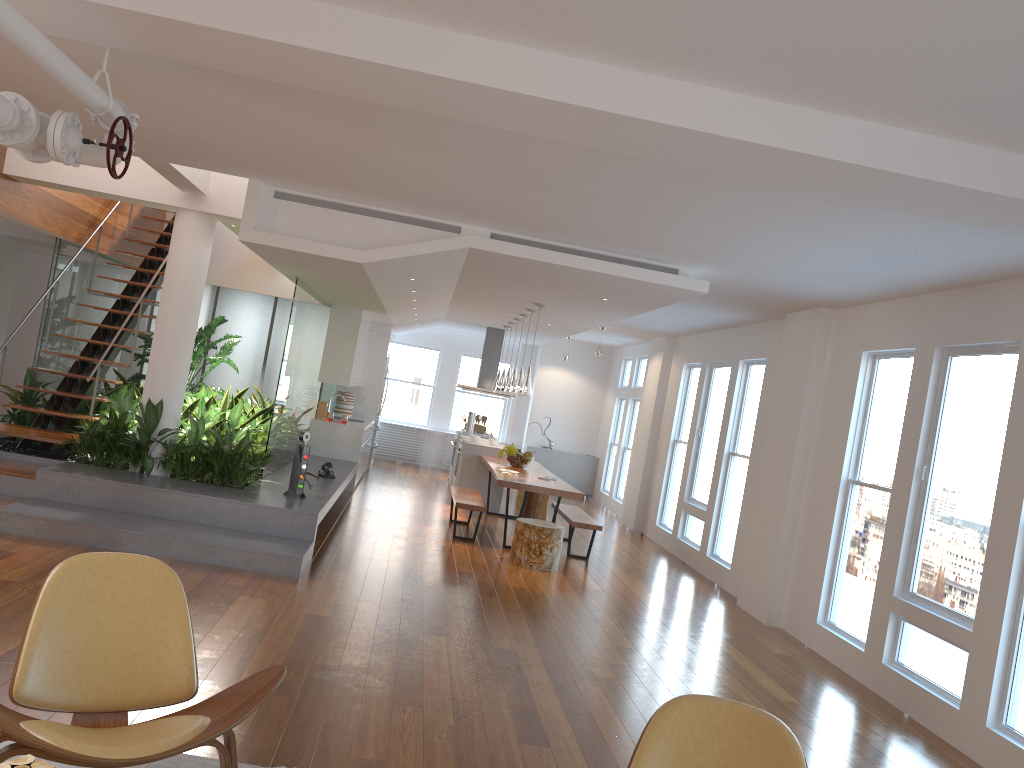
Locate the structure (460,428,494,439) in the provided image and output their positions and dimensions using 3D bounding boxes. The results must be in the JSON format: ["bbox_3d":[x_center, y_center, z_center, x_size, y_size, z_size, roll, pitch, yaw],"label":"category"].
[{"bbox_3d":[-0.544,0.769,13.880,0.520,0.073,0.650,10,-1,-6],"label":"structure"}]

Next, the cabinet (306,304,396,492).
[{"bbox_3d":[-2.350,0.180,13.366,0.676,2.280,4.565,10,-1,-6],"label":"cabinet"}]

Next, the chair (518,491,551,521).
[{"bbox_3d":[0.303,1.537,11.511,0.396,0.455,0.402,10,-1,-16],"label":"chair"}]

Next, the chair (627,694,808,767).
[{"bbox_3d":[0.530,1.290,2.168,0.856,0.752,0.867,9,-1,44],"label":"chair"}]

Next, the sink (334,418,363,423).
[{"bbox_3d":[-2.299,0.613,12.334,0.449,0.192,0.666,10,-1,-6],"label":"sink"}]

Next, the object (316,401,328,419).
[{"bbox_3d":[-2.481,0.339,11.595,0.104,0.222,0.200,10,-1,-6],"label":"object"}]

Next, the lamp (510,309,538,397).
[{"bbox_3d":[0.149,-0.386,10.035,0.160,1.060,0.160,10,-1,21],"label":"lamp"}]

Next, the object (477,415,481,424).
[{"bbox_3d":[-0.546,0.651,14.317,0.057,0.299,0.019,10,-1,-6],"label":"object"}]

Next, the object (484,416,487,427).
[{"bbox_3d":[-0.449,0.669,14.348,0.057,0.294,0.030,10,-1,-6],"label":"object"}]

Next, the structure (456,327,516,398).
[{"bbox_3d":[-0.308,-0.541,13.873,0.909,1.405,0.900,10,-1,-6],"label":"structure"}]

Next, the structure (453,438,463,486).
[{"bbox_3d":[-0.752,1.098,12.429,0.072,0.648,0.644,10,-1,-6],"label":"structure"}]

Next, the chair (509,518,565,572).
[{"bbox_3d":[0.234,1.495,8.272,0.460,0.400,0.460,10,-1,4],"label":"chair"}]

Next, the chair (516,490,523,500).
[{"bbox_3d":[0.281,1.574,13.735,0.344,0.430,0.549,10,-1,-2],"label":"chair"}]

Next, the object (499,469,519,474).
[{"bbox_3d":[-0.032,0.950,9.603,0.222,0.020,0.222,9,-1,35],"label":"object"}]

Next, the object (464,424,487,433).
[{"bbox_3d":[-0.595,0.722,14.322,0.353,0.157,0.084,10,-1,-6],"label":"object"}]

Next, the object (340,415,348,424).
[{"bbox_3d":[-2.142,0.449,11.310,0.094,0.106,0.094,10,-1,0],"label":"object"}]

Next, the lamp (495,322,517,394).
[{"bbox_3d":[-0.069,-0.391,12.193,0.160,1.060,0.160,10,-1,21],"label":"lamp"}]

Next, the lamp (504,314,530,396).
[{"bbox_3d":[0.076,-0.388,10.754,0.160,1.060,0.160,10,-1,21],"label":"lamp"}]

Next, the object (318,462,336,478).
[{"bbox_3d":[-1.915,0.879,9.148,0.216,0.155,0.181,11,-1,-41],"label":"object"}]

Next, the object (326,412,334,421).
[{"bbox_3d":[-2.324,0.417,11.338,0.094,0.106,0.094,10,-1,0],"label":"object"}]

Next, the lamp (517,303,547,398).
[{"bbox_3d":[0.222,-0.385,9.315,0.160,1.060,0.160,10,-1,21],"label":"lamp"}]

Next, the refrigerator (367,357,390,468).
[{"bbox_3d":[-2.408,0.400,14.107,0.725,1.772,0.908,10,-1,-6],"label":"refrigerator"}]

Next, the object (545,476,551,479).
[{"bbox_3d":[0.387,1.018,9.598,0.079,0.030,0.070,9,-1,38],"label":"object"}]

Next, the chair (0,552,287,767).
[{"bbox_3d":[-1.160,1.000,2.718,0.856,0.752,0.867,10,-1,-1],"label":"chair"}]

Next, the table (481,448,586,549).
[{"bbox_3d":[-0.075,1.339,11.601,0.893,0.704,5.996,10,-1,-6],"label":"table"}]

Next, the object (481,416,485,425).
[{"bbox_3d":[-0.484,0.663,14.326,0.068,0.298,0.039,10,-1,-6],"label":"object"}]

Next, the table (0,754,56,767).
[{"bbox_3d":[-0.996,1.124,1.675,0.548,0.534,0.489,10,-1,24],"label":"table"}]

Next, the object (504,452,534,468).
[{"bbox_3d":[0.075,0.921,10.594,0.360,0.159,0.360,11,-1,-42],"label":"object"}]

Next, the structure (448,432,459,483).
[{"bbox_3d":[-0.658,1.181,13.857,0.649,0.735,0.890,10,-1,-6],"label":"structure"}]

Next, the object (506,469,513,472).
[{"bbox_3d":[-0.031,0.944,9.603,0.070,0.030,0.079,11,-1,-42],"label":"object"}]

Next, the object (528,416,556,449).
[{"bbox_3d":[0.562,0.843,15.688,0.590,0.563,0.210,11,-1,-34],"label":"object"}]

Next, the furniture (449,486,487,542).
[{"bbox_3d":[-0.509,1.394,9.542,0.316,0.389,1.433,10,-1,-6],"label":"furniture"}]

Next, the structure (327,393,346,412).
[{"bbox_3d":[-2.459,0.385,12.345,0.248,0.536,0.115,10,-1,-6],"label":"structure"}]

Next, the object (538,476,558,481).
[{"bbox_3d":[0.386,1.024,9.598,0.222,0.020,0.222,10,-1,-14],"label":"object"}]

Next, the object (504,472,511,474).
[{"bbox_3d":[-0.035,0.956,9.501,0.164,0.006,0.017,10,-1,-1],"label":"object"}]

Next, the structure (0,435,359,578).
[{"bbox_3d":[-3.252,0.912,8.837,3.088,0.386,5.584,10,-1,-6],"label":"structure"}]

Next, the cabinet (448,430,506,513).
[{"bbox_3d":[-0.532,1.215,12.958,0.597,0.832,2.936,10,-1,-6],"label":"cabinet"}]

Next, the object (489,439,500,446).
[{"bbox_3d":[-0.247,0.786,11.901,0.152,0.082,0.152,9,-1,45],"label":"object"}]

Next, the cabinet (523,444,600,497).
[{"bbox_3d":[0.822,1.545,15.760,1.309,0.725,0.420,10,-1,-6],"label":"cabinet"}]

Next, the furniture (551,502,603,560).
[{"bbox_3d":[0.660,1.602,9.661,0.316,0.389,1.433,10,-1,-6],"label":"furniture"}]

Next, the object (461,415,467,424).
[{"bbox_3d":[-0.737,0.634,14.316,0.199,0.259,0.016,10,-1,5],"label":"object"}]

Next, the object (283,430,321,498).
[{"bbox_3d":[-1.723,0.682,7.442,0.318,0.565,0.134,10,-1,31],"label":"object"}]

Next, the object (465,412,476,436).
[{"bbox_3d":[-0.614,0.606,13.412,0.120,0.356,0.172,9,-1,42],"label":"object"}]

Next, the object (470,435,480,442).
[{"bbox_3d":[-0.504,0.742,11.999,0.152,0.082,0.152,9,-1,34],"label":"object"}]

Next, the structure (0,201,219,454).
[{"bbox_3d":[-3.163,-1.180,9.507,2.552,4.265,4.591,10,-1,-6],"label":"structure"}]

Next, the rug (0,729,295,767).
[{"bbox_3d":[-0.378,1.459,1.565,3.525,0.057,3.478,10,-1,-1],"label":"rug"}]

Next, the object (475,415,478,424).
[{"bbox_3d":[-0.581,0.645,14.333,0.061,0.299,0.040,10,-1,-8],"label":"object"}]

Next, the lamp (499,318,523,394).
[{"bbox_3d":[0.003,-0.390,11.474,0.160,1.060,0.160,10,-1,21],"label":"lamp"}]

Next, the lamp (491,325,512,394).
[{"bbox_3d":[-0.142,-0.393,12.912,0.160,1.060,0.160,10,-1,21],"label":"lamp"}]

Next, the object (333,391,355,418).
[{"bbox_3d":[-2.442,0.299,12.904,0.267,0.356,0.266,10,-1,20],"label":"object"}]

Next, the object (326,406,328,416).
[{"bbox_3d":[-2.496,0.366,11.842,0.100,0.170,0.173,10,-1,-4],"label":"object"}]

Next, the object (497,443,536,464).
[{"bbox_3d":[0.059,0.854,10.606,0.394,0.284,0.292,11,-1,-42],"label":"object"}]
